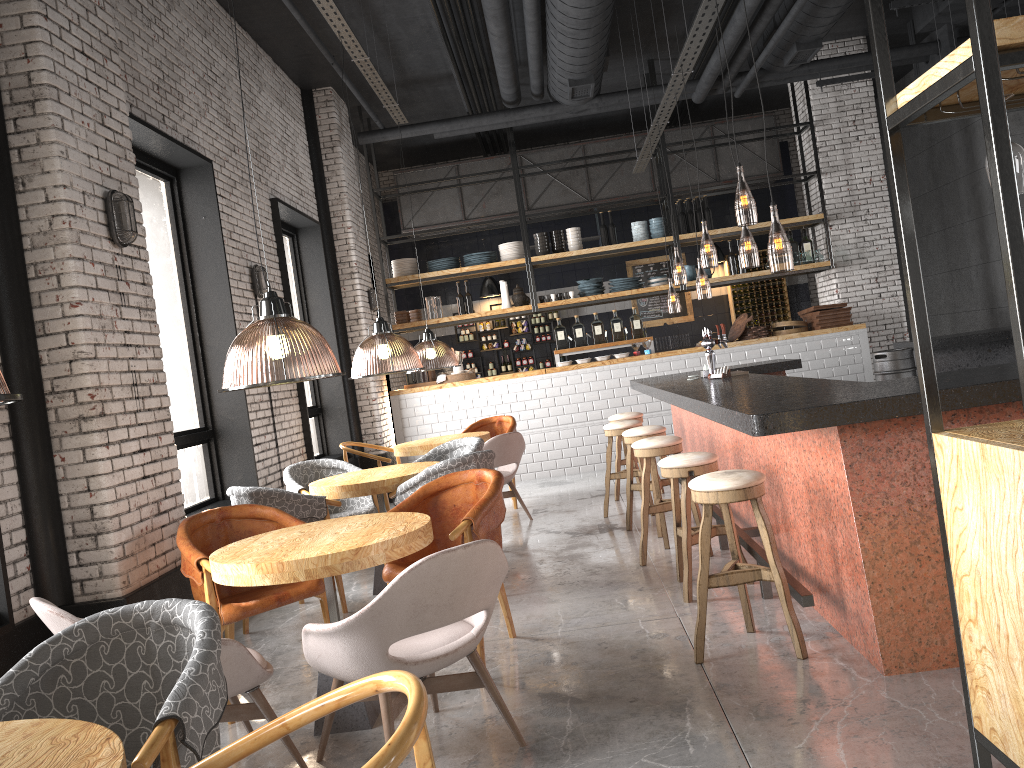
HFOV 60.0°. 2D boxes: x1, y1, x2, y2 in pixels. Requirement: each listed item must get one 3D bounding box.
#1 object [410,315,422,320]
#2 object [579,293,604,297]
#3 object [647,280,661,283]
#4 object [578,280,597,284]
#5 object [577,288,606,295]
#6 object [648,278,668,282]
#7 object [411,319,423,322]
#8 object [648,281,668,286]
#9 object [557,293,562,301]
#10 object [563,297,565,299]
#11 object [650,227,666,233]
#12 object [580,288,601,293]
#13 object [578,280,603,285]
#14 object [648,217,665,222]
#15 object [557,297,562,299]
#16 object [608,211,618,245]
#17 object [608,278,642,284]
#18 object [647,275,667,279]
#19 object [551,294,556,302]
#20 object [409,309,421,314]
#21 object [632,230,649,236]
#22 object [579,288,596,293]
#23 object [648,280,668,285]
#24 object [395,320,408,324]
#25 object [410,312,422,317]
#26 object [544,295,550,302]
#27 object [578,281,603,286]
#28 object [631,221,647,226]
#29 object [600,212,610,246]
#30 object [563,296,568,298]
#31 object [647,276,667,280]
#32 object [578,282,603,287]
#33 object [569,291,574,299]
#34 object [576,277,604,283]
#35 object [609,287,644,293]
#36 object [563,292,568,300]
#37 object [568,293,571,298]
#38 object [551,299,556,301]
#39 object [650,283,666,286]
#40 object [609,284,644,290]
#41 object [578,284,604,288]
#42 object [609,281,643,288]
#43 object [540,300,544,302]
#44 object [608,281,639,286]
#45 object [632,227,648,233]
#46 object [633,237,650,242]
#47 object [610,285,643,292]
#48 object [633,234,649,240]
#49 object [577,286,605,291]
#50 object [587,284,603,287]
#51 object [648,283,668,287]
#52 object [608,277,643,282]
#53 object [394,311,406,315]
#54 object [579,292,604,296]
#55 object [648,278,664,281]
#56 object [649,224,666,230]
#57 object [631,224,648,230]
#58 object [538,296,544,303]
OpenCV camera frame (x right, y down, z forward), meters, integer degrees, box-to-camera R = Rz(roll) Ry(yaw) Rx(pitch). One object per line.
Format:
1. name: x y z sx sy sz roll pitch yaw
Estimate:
1. object: -1.270 -0.873 11.714 0.157 0.053 0.168 -8 1 8
2. object: 1.047 -1.150 11.572 0.335 0.033 0.334 -9 1 -28
3. object: 1.894 -1.327 11.528 0.264 0.032 0.263 -9 2 -38
4. object: 1.024 -1.323 11.572 0.334 0.048 0.334 -8 1 -10
5. object: 1.041 -1.185 11.574 0.373 0.067 0.372 -9 1 -16
6. object: 1.892 -1.338 11.528 0.263 0.028 0.264 -8 1 30
7. object: -1.264 -0.828 11.714 0.157 0.053 0.168 -8 1 8
8. object: 1.897 -1.296 11.528 0.263 0.037 0.263 -9 1 -23
9. object: 0.615 -1.115 11.373 0.072 0.097 0.072 -8 0 23
10. object: 0.703 -1.133 11.603 0.072 0.097 0.072 -8 0 11
11. object: 1.897 -1.970 11.496 0.218 0.092 0.218 -8 1 -7
12. object: 1.038 -1.203 11.573 0.333 0.051 0.335 -7 1 33
13. object: 1.024 -1.309 11.571 0.335 0.036 0.334 -8 1 -8
14. object: 1.885 -2.098 11.501 0.218 0.091 0.218 -8 1 20
15. object: 0.621 -1.119 11.490 0.072 0.097 0.072 -8 1 31
16. object: 1.300 -2.012 11.504 0.098 0.471 0.098 -8 0 25
17. object: 1.476 -1.330 11.548 0.453 0.048 0.454 -8 1 30
18. object: 1.886 -1.377 11.528 0.265 0.037 0.265 -8 1 -2
19. object: 0.534 -1.104 11.377 0.072 0.097 0.072 -8 1 43
20. object: -1.281 -0.949 11.714 0.157 0.053 0.168 -8 1 8
21. object: 1.675 -1.947 11.537 0.210 0.074 0.210 -9 1 -22
22. object: 1.037 -1.215 11.572 0.334 0.045 0.335 -8 1 -1
23. object: 1.895 -1.313 11.529 0.265 0.038 0.265 -8 1 26
24. object: -1.436 -0.801 11.575 0.157 0.053 0.168 -8 1 3
25. object: -1.275 -0.908 11.714 0.157 0.053 0.168 -8 1 8
26. object: 0.456 -1.093 11.381 0.072 0.097 0.072 -8 0 25
27. object: 1.026 -1.294 11.571 0.335 0.035 0.334 -9 1 -22
28. object: 1.657 -2.075 11.532 0.210 0.074 0.210 -8 1 8
29. object: 1.193 -1.997 11.510 0.098 0.471 0.098 -8 0 25
30. object: 0.697 -1.130 11.486 0.072 0.097 0.072 -9 1 -38
31. object: 1.889 -1.367 11.528 0.265 0.034 0.265 -8 1 16
32. object: 1.029 -1.283 11.573 0.334 0.052 0.334 -8 1 20
33. object: 0.769 -1.138 11.365 0.072 0.097 0.072 -8 1 35
34. object: 1.019 -1.342 11.571 0.373 0.050 0.373 -8 1 25
35. object: 1.493 -1.213 11.549 0.454 0.033 0.454 -9 1 -15
36. object: 0.691 -1.126 11.369 0.072 0.097 0.072 -8 0 12
37. object: 0.781 -1.144 11.599 0.072 0.097 0.072 -8 0 2
38. object: 0.546 -1.111 11.611 0.072 0.097 0.072 -8 0 -9
39. object: 1.900 -1.285 11.527 0.263 0.038 0.263 -8 1 18
40. object: 1.488 -1.261 11.548 0.453 0.050 0.454 -8 1 23
41. object: 1.031 -1.267 11.573 0.334 0.052 0.334 -7 2 41
42. object: 1.481 -1.285 11.547 0.453 0.062 0.453 -9 2 -43
43. object: 0.385 -1.085 11.502 0.072 0.097 0.072 -8 0 2
44. object: 1.481 -1.308 11.547 0.455 0.065 0.452 -9 1 -34
45. object: 1.664 -1.989 11.533 0.210 0.078 0.210 -8 1 25
46. object: 1.686 -1.860 11.534 0.210 0.065 0.210 -8 1 21
47. object: 1.489 -1.236 11.549 0.454 0.042 0.453 -9 1 -22
48. object: 1.679 -1.903 11.534 0.210 0.069 0.210 -9 1 -31
49. object: 1.038 -1.238 11.571 0.371 0.071 0.373 -8 1 15
50. object: 1.032 -1.253 11.572 0.334 0.039 0.335 -8 1 3
51. object: 1.902 -1.273 11.528 0.263 0.026 0.264 -7 2 38
52. object: 1.475 -1.355 11.548 0.452 0.062 0.454 -8 1 18
53. object: -1.453 -0.922 11.575 0.157 0.053 0.168 -8 1 3
54. object: 1.045 -1.164 11.570 0.335 0.046 0.334 -8 1 -12
55. object: 1.891 -1.349 11.528 0.263 0.029 0.263 -9 1 -21
56. object: 1.893 -2.002 11.500 0.218 0.092 0.219 -7 1 39
57. object: 1.661 -2.032 11.531 0.210 0.076 0.210 -9 1 -23
58. object: 0.380 -1.082 11.385 0.072 0.097 0.072 -8 1 26
